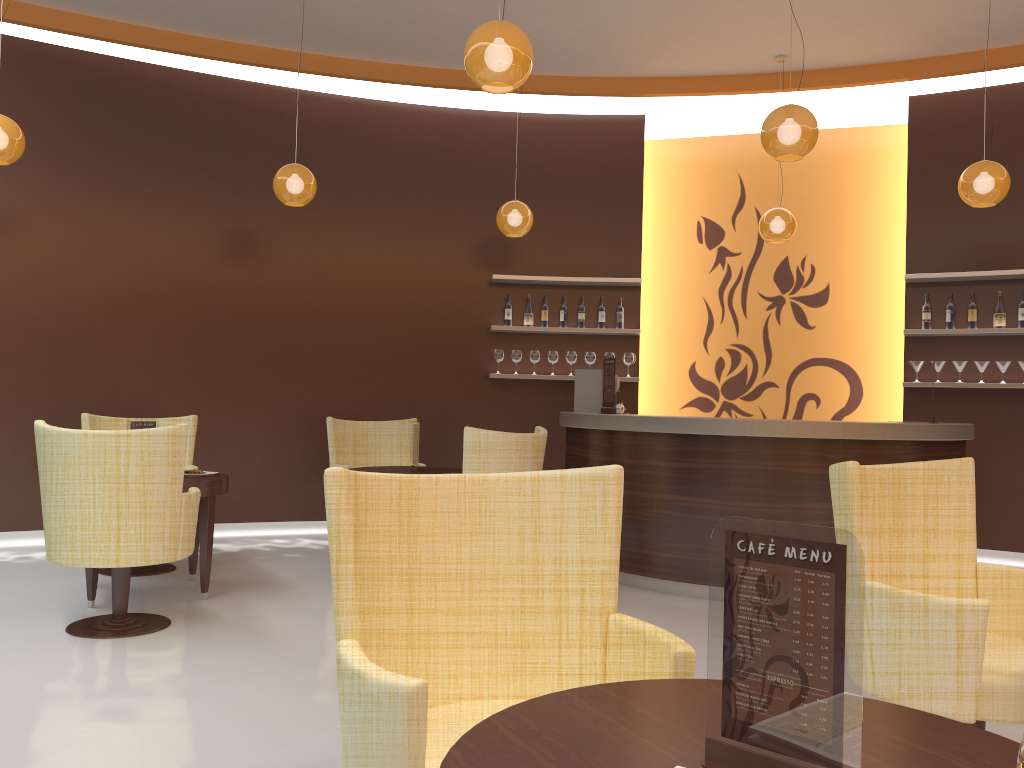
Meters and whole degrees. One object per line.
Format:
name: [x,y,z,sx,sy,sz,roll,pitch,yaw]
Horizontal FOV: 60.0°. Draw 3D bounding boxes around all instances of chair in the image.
chair: [-1.038,0.767,6.749,0.729,1.017,0.685,2,-1,-24]
chair: [1.321,0.742,2.662,0.729,1.017,0.685,2,-1,-34]
chair: [-0.010,0.689,1.851,0.729,1.017,0.685,2,-1,-28]
chair: [-2.460,0.710,5.871,0.729,1.017,0.685,2,-1,-28]
chair: [-0.160,0.762,5.412,0.685,1.017,0.729,1,-2,37]
chair: [-1.929,0.692,4.362,0.729,1.017,0.685,2,-1,1]

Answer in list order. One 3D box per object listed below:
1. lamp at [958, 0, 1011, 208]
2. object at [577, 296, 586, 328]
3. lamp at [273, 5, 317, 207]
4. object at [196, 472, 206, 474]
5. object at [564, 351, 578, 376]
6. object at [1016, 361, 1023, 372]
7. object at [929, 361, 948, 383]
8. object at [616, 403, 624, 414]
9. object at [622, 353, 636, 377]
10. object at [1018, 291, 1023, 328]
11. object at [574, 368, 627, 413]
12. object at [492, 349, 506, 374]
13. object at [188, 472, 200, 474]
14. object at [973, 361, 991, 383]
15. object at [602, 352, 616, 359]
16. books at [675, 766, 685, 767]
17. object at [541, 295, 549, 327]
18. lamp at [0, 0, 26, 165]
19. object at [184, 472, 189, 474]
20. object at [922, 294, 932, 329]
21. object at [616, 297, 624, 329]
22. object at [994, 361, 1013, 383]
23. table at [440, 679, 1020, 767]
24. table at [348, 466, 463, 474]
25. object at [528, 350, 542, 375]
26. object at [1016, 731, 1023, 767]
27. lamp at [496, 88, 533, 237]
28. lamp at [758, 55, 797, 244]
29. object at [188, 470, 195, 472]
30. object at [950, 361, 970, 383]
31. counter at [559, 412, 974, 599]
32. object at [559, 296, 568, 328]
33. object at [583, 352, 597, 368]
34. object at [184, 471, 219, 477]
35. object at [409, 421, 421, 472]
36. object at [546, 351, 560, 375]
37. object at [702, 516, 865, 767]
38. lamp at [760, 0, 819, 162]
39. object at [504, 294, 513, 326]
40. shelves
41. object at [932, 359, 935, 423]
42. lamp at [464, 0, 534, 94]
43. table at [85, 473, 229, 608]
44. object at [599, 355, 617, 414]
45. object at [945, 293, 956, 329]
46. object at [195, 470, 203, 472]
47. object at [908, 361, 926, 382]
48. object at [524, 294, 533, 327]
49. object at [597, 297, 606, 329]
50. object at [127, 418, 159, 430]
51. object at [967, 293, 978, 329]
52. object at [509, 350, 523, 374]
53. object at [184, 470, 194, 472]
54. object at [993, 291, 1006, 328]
lamp: [3.032,-1.890,5.680,0.299,1.500,0.299,2,-1,-13]
object: [0.622,-0.634,7.906,0.073,0.297,0.073,2,-1,-22]
lamp: [-1.497,-2.000,6.200,0.299,1.500,0.299,1,-2,37]
object: [-1.846,0.526,5.257,0.053,0.014,0.055,0,-2,42]
object: [0.527,-0.177,7.897,0.125,0.221,0.125,2,-1,-7]
object: [3.952,-0.085,6.820,0.137,0.174,0.137,1,-1,34]
object: [3.418,-0.094,7.113,0.137,0.174,0.137,1,-1,24]
object: [0.800,0.183,6.607,0.075,0.077,0.075,1,-1,27]
object: [1.033,-0.164,7.859,0.125,0.221,0.125,2,-1,-7]
object: [3.941,-0.568,6.836,0.073,0.297,0.073,1,-1,6]
object: [0.689,0.053,6.839,0.373,0.340,0.270,1,-1,14]
object: [-0.121,-0.195,7.880,0.125,0.221,0.125,2,-1,-7]
object: [-1.869,0.525,5.218,0.051,0.018,0.054,1,-1,16]
object: [3.691,-0.088,6.968,0.137,0.174,0.137,1,-1,34]
object: [0.865,-0.168,7.882,0.125,0.221,0.125,2,-1,-7]
books: [0.274,0.493,0.919,0.339,0.028,0.273,1,-1,34]
object: [0.294,-0.642,7.915,0.073,0.297,0.073,1,-1,28]
lamp: [-3.034,-2.062,5.264,0.299,1.500,0.299,1,-1,26]
object: [-1.912,0.528,5.252,0.054,0.018,0.051,3,-2,-44]
object: [3.347,-0.577,7.151,0.073,0.297,0.073,1,-1,6]
object: [0.961,-0.625,7.882,0.073,0.297,0.073,2,-1,-22]
object: [3.821,-0.086,6.899,0.137,0.174,0.137,1,-1,34]
table: [0.333,0.852,1.130,0.874,0.679,0.872,1,-1,15]
table: [-0.683,0.930,6.034,0.874,0.679,0.872,1,-1,15]
object: [0.201,-0.186,7.897,0.125,0.221,0.125,2,-1,-7]
object: [0.575,0.442,0.946,0.067,0.148,0.067,2,-1,-7]
lamp: [0.039,-1.939,7.136,0.299,1.500,0.299,1,-2,37]
lamp: [2.148,-1.883,7.132,0.299,1.500,0.299,2,-1,-13]
object: [-1.926,0.522,5.298,0.054,0.018,0.051,2,-1,-33]
object: [3.557,-0.092,7.044,0.137,0.174,0.137,1,-1,34]
counter: [1.646,0.781,5.978,2.917,1.100,1.586,1,-1,14]
object: [0.461,-0.638,7.913,0.073,0.297,0.073,2,-1,-22]
object: [0.695,-0.173,7.890,0.125,0.221,0.125,2,-1,-7]
object: [-1.886,0.533,5.263,0.234,0.020,0.234,1,-1,30]
object: [-0.657,0.424,6.056,0.042,0.335,0.209,2,-1,-17]
object: [0.364,-0.181,7.897,0.125,0.221,0.125,2,-1,-7]
object: [0.346,0.346,1.141,0.209,0.335,0.042,0,-2,42]
lamp: [1.496,-1.951,4.744,0.299,1.500,0.299,1,-2,37]
object: [-0.030,-0.652,7.887,0.073,0.297,0.073,2,-1,-22]
shelves: [2.093,-0.453,7.404,4.744,0.902,0.586,1,-1,16]
object: [2.761,0.050,5.809,0.052,0.414,0.258,1,-1,28]
lamp: [-0.041,-2.013,3.809,0.299,1.500,0.299,2,-1,-21]
table: [-2.117,0.873,5.151,0.874,0.679,0.872,1,-1,15]
object: [0.685,0.004,6.257,0.052,0.414,0.258,2,-1,-17]
object: [3.501,-0.574,7.077,0.073,0.297,0.073,1,-1,6]
object: [-1.882,0.525,5.313,0.055,0.018,0.052,2,-1,-7]
object: [3.279,-0.096,7.182,0.137,0.174,0.137,1,-1,24]
object: [0.151,-0.651,7.915,0.086,0.303,0.086,1,-2,37]
object: [0.797,-0.629,7.895,0.073,0.297,0.073,2,-1,-34]
object: [-2.140,0.365,5.139,0.042,0.335,0.209,1,-1,34]
object: [3.641,-0.572,7.008,0.073,0.297,0.073,2,-1,-34]
object: [0.037,-0.190,7.891,0.125,0.221,0.125,2,-1,-7]
object: [-1.904,0.516,5.221,0.055,0.016,0.052,2,-1,-32]
object: [3.808,-0.575,6.924,0.086,0.303,0.086,0,-2,42]
